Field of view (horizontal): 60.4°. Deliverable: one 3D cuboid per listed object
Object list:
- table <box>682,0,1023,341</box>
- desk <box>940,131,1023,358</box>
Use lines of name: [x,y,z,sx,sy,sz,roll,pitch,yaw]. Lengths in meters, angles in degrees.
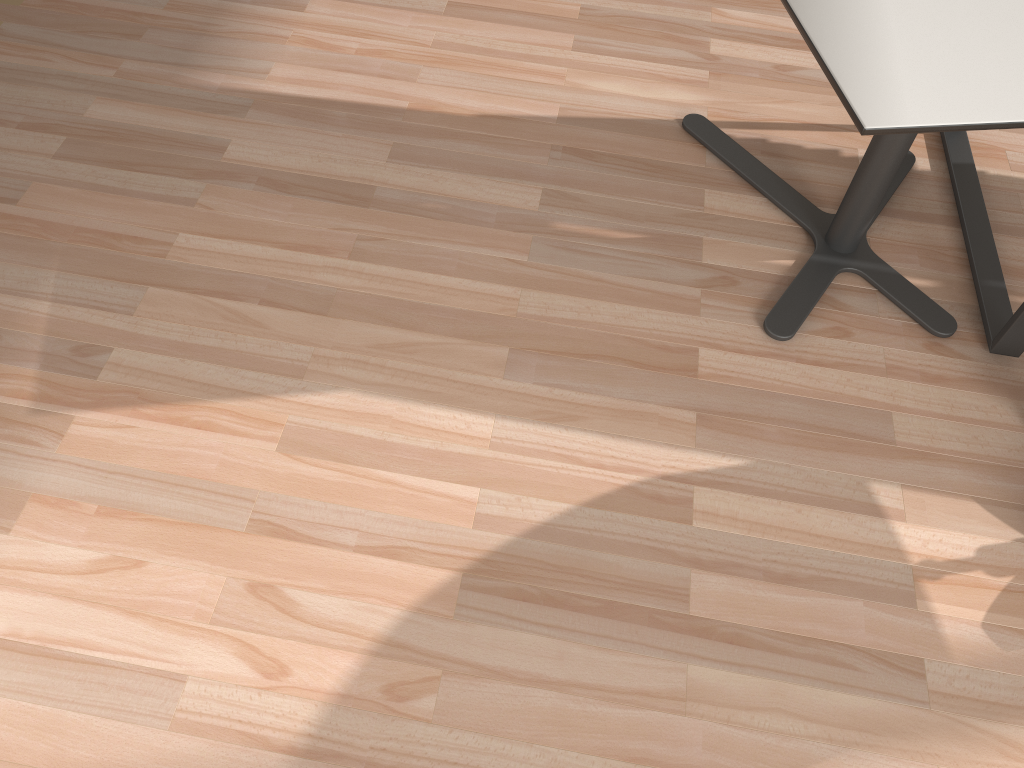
table: [0.750,-0.587,1.955,0.811,0.648,0.982,7,53,2]
desk: [1.947,-0.456,1.929,1.602,0.647,0.853,10,53,4]
